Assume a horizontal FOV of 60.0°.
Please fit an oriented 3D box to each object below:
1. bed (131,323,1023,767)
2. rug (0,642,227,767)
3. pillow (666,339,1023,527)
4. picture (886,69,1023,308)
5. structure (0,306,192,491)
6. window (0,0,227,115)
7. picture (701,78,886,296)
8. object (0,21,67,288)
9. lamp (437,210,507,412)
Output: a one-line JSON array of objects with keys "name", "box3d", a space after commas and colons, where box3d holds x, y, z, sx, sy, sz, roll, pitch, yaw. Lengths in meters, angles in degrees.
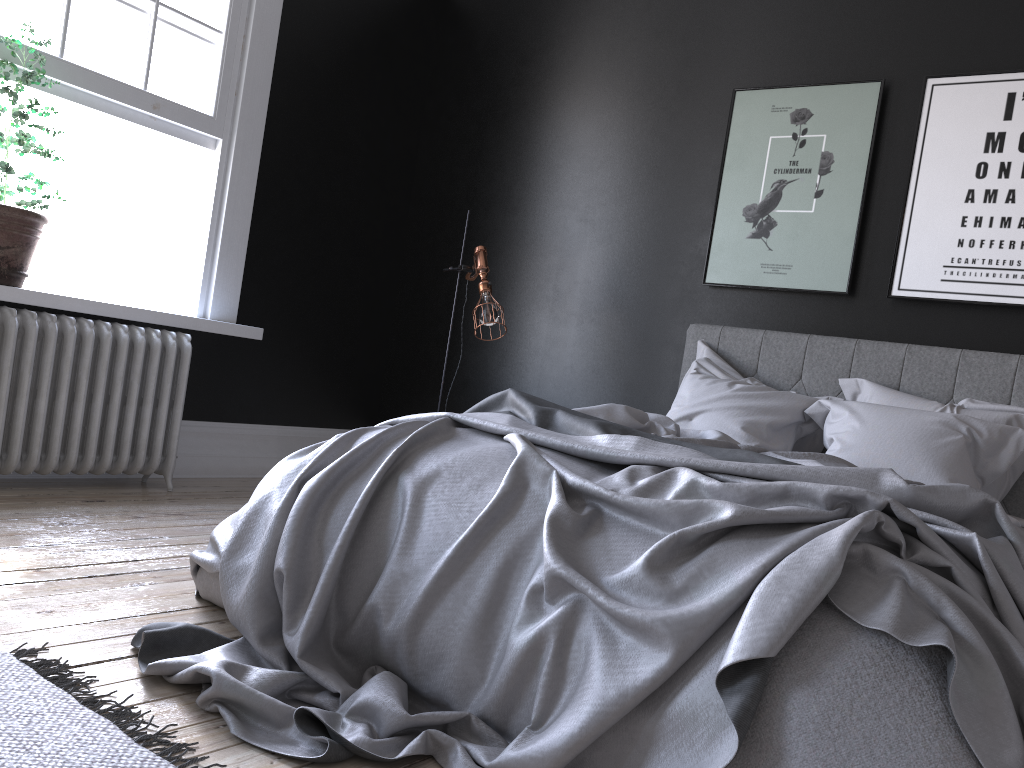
[{"name": "bed", "box3d": [0.641, 0.287, 3.162, 2.762, 1.299, 3.286, 9, 1, 24]}, {"name": "rug", "box3d": [-1.432, 0.629, 0.171, 2.102, 0.050, 3.649, 9, 1, 37]}, {"name": "pillow", "box3d": [1.362, 0.204, 4.024, 1.827, 0.760, 0.681, 9, 1, 36]}, {"name": "picture", "box3d": [2.216, -0.898, 4.050, 0.790, 1.079, 0.014, 10, 2, 36]}, {"name": "structure", "box3d": [-2.084, 0.105, 4.267, 0.276, 0.849, 1.142, 10, 1, 36]}, {"name": "window", "box3d": [-1.946, -1.919, 4.327, 0.056, 1.017, 1.264, 10, 1, 36]}, {"name": "picture", "box3d": [1.441, -1.024, 4.617, 0.790, 1.079, 0.014, 10, 2, 36]}, {"name": "object", "box3d": [-2.223, -1.006, 3.919, 0.474, 1.134, 0.505, 9, 2, -14]}, {"name": "lamp", "box3d": [-0.452, -0.151, 5.453, 0.437, 1.780, 1.716, 8, 1, -16]}]
